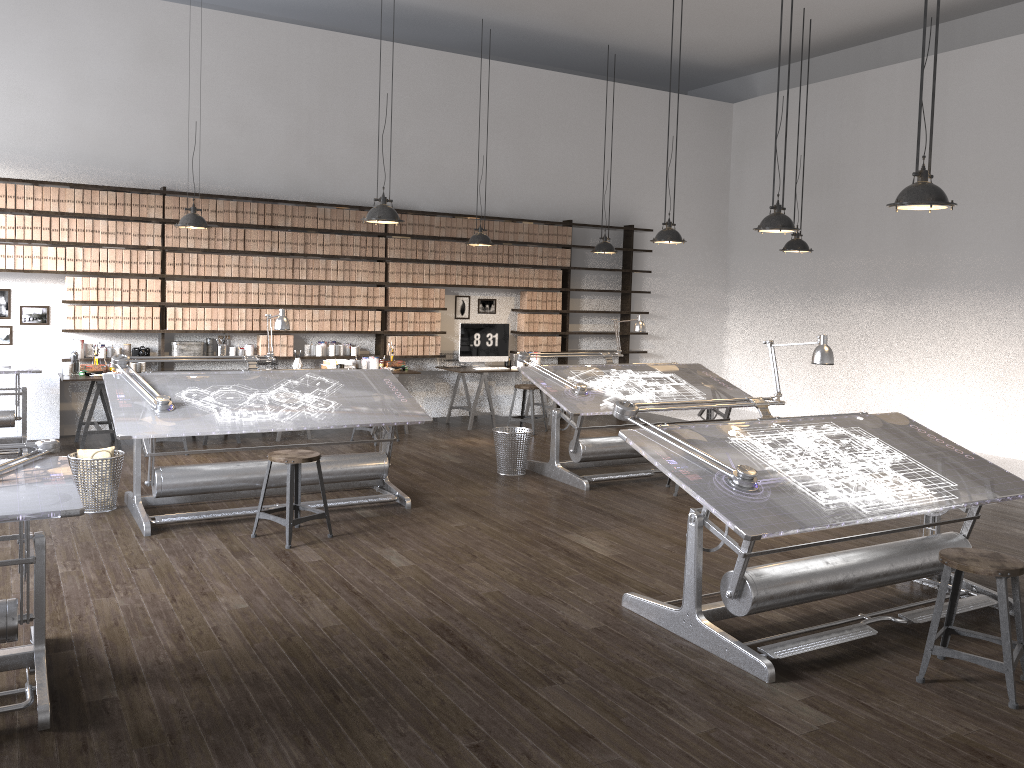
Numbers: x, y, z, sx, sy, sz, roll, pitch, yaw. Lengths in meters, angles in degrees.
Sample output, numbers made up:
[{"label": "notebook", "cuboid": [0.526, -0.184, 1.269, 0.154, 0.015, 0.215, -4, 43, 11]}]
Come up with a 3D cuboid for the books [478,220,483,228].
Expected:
[{"label": "books", "cuboid": [-0.420, -1.830, 10.515, 0.067, 0.225, 0.175, 0, 4, -30]}]

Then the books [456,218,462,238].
[{"label": "books", "cuboid": [-0.655, -1.823, 10.375, 0.067, 0.225, 0.175, 0, 4, -30]}]

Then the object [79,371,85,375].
[{"label": "object", "cuboid": [-3.957, -0.100, 8.155, 0.049, 0.037, 0.049, -1, 6, -34]}]

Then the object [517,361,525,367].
[{"label": "object", "cuboid": [0.108, -0.267, 10.536, 0.094, 0.144, 0.095, 2, 4, -4]}]

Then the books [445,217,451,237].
[{"label": "books", "cuboid": [-0.777, -1.819, 10.307, 0.067, 0.225, 0.175, 0, 4, -30]}]

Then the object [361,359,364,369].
[{"label": "object", "cuboid": [-1.640, -0.217, 9.703, 0.045, 0.101, 0.044, 0, 4, -30]}]

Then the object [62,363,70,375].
[{"label": "object", "cuboid": [-4.114, -0.140, 8.167, 0.070, 0.103, 0.069, -1, 5, -35]}]

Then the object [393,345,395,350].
[{"label": "object", "cuboid": [-1.325, -0.348, 9.786, 0.071, 0.186, 0.008, 3, 3, 12]}]

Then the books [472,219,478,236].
[{"label": "books", "cuboid": [-0.475, -1.828, 10.480, 0.067, 0.225, 0.175, 0, 4, -30]}]

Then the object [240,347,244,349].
[{"label": "object", "cuboid": [-2.818, -0.338, 9.254, 0.045, 0.101, 0.044, 0, 4, -27]}]

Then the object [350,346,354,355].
[{"label": "object", "cuboid": [-1.783, -0.370, 9.863, 0.044, 0.102, 0.045, -1, 4, -39]}]

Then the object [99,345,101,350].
[{"label": "object", "cuboid": [-3.886, -0.281, 8.313, 0.055, 0.192, 0.006, 0, 4, -31]}]

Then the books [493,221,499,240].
[{"label": "books", "cuboid": [-0.227, -1.835, 10.621, 0.067, 0.225, 0.175, 0, 4, -30]}]

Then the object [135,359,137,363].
[{"label": "object", "cuboid": [-3.659, -0.185, 8.599, 0.029, 0.133, 0.004, 0, 4, -35]}]

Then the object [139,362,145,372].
[{"label": "object", "cuboid": [-3.595, -0.164, 8.605, 0.062, 0.094, 0.062, 3, 4, 19]}]

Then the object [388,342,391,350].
[{"label": "object", "cuboid": [-1.342, -0.359, 9.778, 0.055, 0.213, 0.007, 0, 3, -24]}]

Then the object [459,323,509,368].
[{"label": "object", "cuboid": [-0.340, -0.451, 10.360, 0.643, 0.516, 0.205, -1, 4, -30]}]

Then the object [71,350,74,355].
[{"label": "object", "cuboid": [-4.089, -0.213, 8.283, 0.069, 0.229, 0.068, 0, 4, -33]}]

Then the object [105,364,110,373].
[{"label": "object", "cuboid": [-3.817, -0.142, 8.384, 0.060, 0.088, 0.059, -1, 5, -35]}]

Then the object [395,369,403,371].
[{"label": "object", "cuboid": [-1.233, -0.152, 9.631, 0.005, 0.005, 0.158, 4, 6, 25]}]

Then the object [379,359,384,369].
[{"label": "object", "cuboid": [-1.430, -0.214, 9.692, 0.049, 0.111, 0.049, 0, 4, -27]}]

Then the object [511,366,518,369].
[{"label": "object", "cuboid": [0.028, -0.192, 10.314, 0.059, 0.028, 0.106, -2, 7, -33]}]

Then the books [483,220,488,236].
[{"label": "books", "cuboid": [-0.353, -1.831, 10.547, 0.067, 0.225, 0.175, 0, 4, -30]}]

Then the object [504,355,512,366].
[{"label": "object", "cuboid": [-0.047, -0.279, 10.627, 0.092, 0.142, 0.097, 5, 5, 39]}]

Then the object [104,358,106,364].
[{"label": "object", "cuboid": [-3.836, -0.174, 8.366, 0.033, 0.147, 0.005, 0, 3, -29]}]

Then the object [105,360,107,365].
[{"label": "object", "cuboid": [-3.826, -0.174, 8.366, 0.040, 0.130, 0.005, 0, 3, -28]}]

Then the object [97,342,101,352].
[{"label": "object", "cuboid": [-3.882, -0.285, 8.298, 0.055, 0.213, 0.007, 2, 3, 5]}]

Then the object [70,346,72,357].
[{"label": "object", "cuboid": [-4.201, -0.309, 8.477, 0.061, 0.110, 0.062, 0, 4, -31]}]

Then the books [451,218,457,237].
[{"label": "books", "cuboid": [-0.717, -1.821, 10.343, 0.067, 0.225, 0.175, 0, 4, -30]}]

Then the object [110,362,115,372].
[{"label": "object", "cuboid": [-3.763, -0.147, 8.341, 0.049, 0.111, 0.049, 0, 4, -34]}]

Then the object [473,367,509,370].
[{"label": "object", "cuboid": [-0.235, -0.175, 10.146, 0.439, 0.017, 0.119, -2, 7, -35]}]

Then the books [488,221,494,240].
[{"label": "books", "cuboid": [-0.291, -1.833, 10.590, 0.067, 0.225, 0.175, 0, 4, -30]}]

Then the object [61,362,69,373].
[{"label": "object", "cuboid": [-4.150, -0.148, 8.232, 0.068, 0.104, 0.068, -1, 5, -35]}]

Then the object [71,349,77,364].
[{"label": "object", "cuboid": [-4.047, -0.208, 8.210, 0.069, 0.237, 0.068, 0, 4, -33]}]

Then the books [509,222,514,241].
[{"label": "books", "cuboid": [-0.045, -1.840, 10.725, 0.067, 0.225, 0.175, 0, 4, -30]}]

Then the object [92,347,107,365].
[{"label": "object", "cuboid": [-3.914, -0.265, 8.441, 0.077, 0.145, 0.346, 1, 5, -8]}]

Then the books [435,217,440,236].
[{"label": "books", "cuboid": [-0.899, -1.815, 10.233, 0.067, 0.225, 0.175, 0, 4, -30]}]

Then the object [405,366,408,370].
[{"label": "object", "cuboid": [-1.172, -0.180, 9.768, 0.049, 0.037, 0.049, -1, 5, -27]}]

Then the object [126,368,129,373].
[{"label": "object", "cuboid": [-3.737, -0.173, 8.524, 0.095, 0.128, 0.094, 0, 4, -26]}]

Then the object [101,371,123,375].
[{"label": "object", "cuboid": [-3.704, -0.100, 8.204, 0.197, 0.050, 0.132, 2, 6, -1]}]

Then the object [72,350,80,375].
[{"label": "object", "cuboid": [-4.011, -0.197, 8.148, 0.069, 0.229, 0.068, 0, 4, -33]}]

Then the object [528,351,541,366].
[{"label": "object", "cuboid": [0.270, -0.288, 10.595, 0.145, 0.195, 0.144, 4, 5, 32]}]

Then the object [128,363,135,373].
[{"label": "object", "cuboid": [-3.637, -0.152, 8.475, 0.062, 0.094, 0.062, 2, 4, 10]}]

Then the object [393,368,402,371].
[{"label": "object", "cuboid": [-1.241, -0.158, 9.621, 0.011, 0.017, 0.172, 4, 6, 28]}]

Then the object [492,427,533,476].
[{"label": "object", "cuboid": [0.000, 0.579, 7.590, 0.353, 0.377, 0.354, 1, 4, -9]}]

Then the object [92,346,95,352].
[{"label": "object", "cuboid": [-3.901, -0.274, 8.300, 0.071, 0.186, 0.008, 0, 3, -29]}]

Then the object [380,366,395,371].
[{"label": "object", "cuboid": [-1.340, -0.168, 9.573, 0.132, 0.050, 0.197, 5, 7, 30]}]

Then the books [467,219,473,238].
[{"label": "books", "cuboid": [-0.528, -1.826, 10.444, 0.067, 0.225, 0.175, 0, 4, -30]}]

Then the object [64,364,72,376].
[{"label": "object", "cuboid": [-4.067, -0.132, 8.105, 0.068, 0.104, 0.068, 0, 4, -26]}]

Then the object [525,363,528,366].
[{"label": "object", "cuboid": [0.164, -0.274, 10.613, 0.068, 0.154, 0.068, 4, 4, 36]}]

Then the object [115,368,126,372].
[{"label": "object", "cuboid": [-3.724, -0.167, 8.407, 0.105, 0.141, 0.104, -1, 5, -38]}]

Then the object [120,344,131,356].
[{"label": "object", "cuboid": [-3.760, -0.311, 8.693, 0.236, 0.161, 0.107, 4, 5, 25]}]

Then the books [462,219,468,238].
[{"label": "books", "cuboid": [-0.590, -1.824, 10.408, 0.067, 0.225, 0.175, 0, 4, -30]}]

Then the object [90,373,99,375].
[{"label": "object", "cuboid": [-3.795, -0.085, 8.142, 0.171, 0.017, 0.011, 2, 4, 1]}]

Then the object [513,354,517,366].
[{"label": "object", "cuboid": [0.065, -0.290, 10.741, 0.094, 0.144, 0.095, 1, 4, -13]}]

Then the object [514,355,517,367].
[{"label": "object", "cuboid": [0.079, -0.278, 10.640, 0.097, 0.142, 0.096, 1, 4, -13]}]

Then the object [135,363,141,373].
[{"label": "object", "cuboid": [-3.611, -0.158, 8.540, 0.063, 0.093, 0.063, 3, 4, 19]}]

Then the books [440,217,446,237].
[{"label": "books", "cuboid": [-0.836, -1.817, 10.268, 0.067, 0.225, 0.175, 0, 4, -30]}]
